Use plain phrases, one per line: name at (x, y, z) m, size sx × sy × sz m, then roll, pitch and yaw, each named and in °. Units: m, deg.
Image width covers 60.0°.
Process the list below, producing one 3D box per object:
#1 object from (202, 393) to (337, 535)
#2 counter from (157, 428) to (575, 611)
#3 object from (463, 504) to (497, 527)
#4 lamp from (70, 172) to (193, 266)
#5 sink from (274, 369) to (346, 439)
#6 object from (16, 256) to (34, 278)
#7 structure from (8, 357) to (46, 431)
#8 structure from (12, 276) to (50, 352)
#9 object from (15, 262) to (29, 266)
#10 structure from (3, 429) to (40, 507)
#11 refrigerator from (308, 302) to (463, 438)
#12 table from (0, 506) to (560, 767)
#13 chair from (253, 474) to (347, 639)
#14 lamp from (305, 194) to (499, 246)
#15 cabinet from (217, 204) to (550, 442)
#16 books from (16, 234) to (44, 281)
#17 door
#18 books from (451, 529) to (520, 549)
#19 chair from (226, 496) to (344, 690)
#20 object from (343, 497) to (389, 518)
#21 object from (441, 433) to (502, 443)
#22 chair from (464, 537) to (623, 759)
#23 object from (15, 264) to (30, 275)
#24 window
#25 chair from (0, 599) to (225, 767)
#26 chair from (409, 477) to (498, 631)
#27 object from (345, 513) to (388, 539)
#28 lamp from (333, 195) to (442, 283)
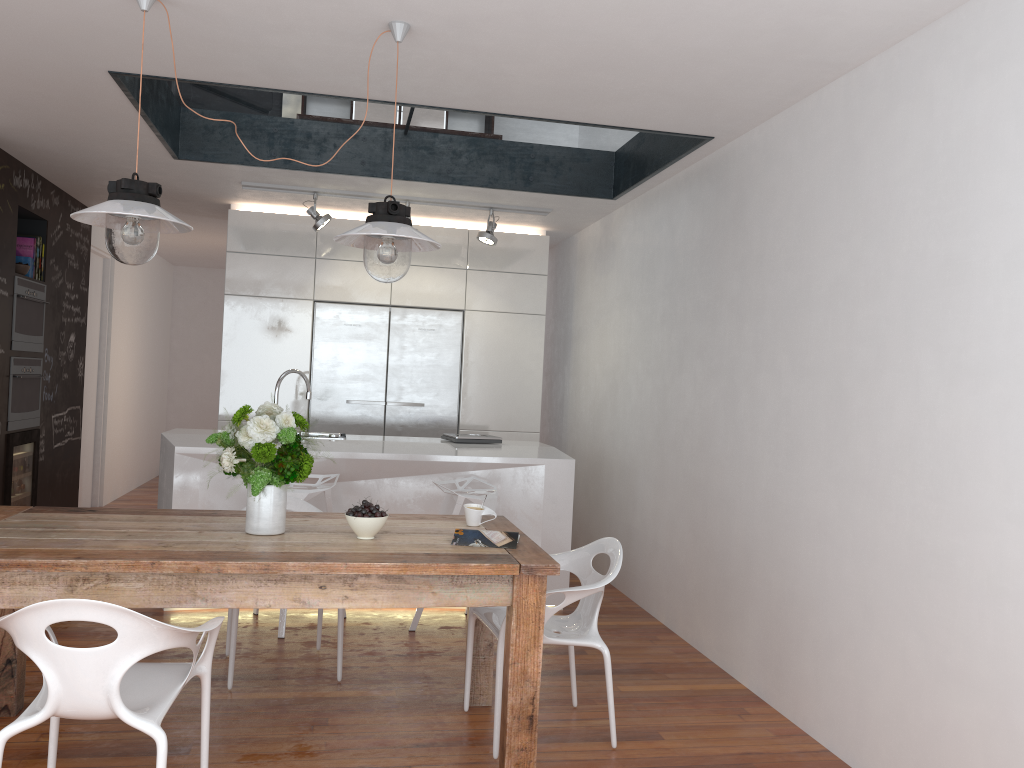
object at (-0.848, 0.262, 3.023) m, size 0.371 × 0.476 × 0.432 m, roll 3°, pitch 0°, yaw 30°
counter at (-0.879, 0.783, 5.213) m, size 2.289 × 0.903 × 0.956 m, roll 3°, pitch 0°, yaw -11°
object at (-0.122, 0.498, 3.360) m, size 0.127 × 0.078 × 0.082 m, roll 3°, pitch 0°, yaw -6°
lamp at (-1.246, -0.543, 2.919) m, size 0.372 × 0.306 × 0.372 m, roll 3°, pitch 0°, yaw -17°
sink at (-1.254, 0.197, 5.387) m, size 0.492 × 0.570 × 0.459 m, roll 3°, pitch 0°, yaw -11°
object at (-3.239, -0.768, 5.839) m, size 0.136 × 0.136 × 0.110 m, roll 3°, pitch 0°, yaw -18°
structure at (-3.154, 0.059, 5.794) m, size 0.052 × 0.462 × 0.585 m, roll 3°, pitch 0°, yaw -11°
structure at (-3.129, -0.443, 5.794) m, size 0.052 × 0.462 × 0.585 m, roll 3°, pitch 0°, yaw -11°
object at (-3.166, -0.764, 5.709) m, size 0.077 × 0.042 × 0.116 m, roll 3°, pitch 0°, yaw 2°
structure at (-3.177, 0.690, 5.795) m, size 0.081 × 0.763 × 0.582 m, roll 3°, pitch 0°, yaw -11°
refrigerator at (-0.960, 0.319, 6.678) m, size 1.119 × 1.811 × 0.142 m, roll 3°, pitch 0°, yaw -11°
table at (-0.896, 0.867, 2.995) m, size 1.910 × 0.735 × 0.969 m, roll 3°, pitch 0°, yaw -11°
chair at (-1.097, 0.842, 4.478) m, size 0.492 × 0.765 × 0.428 m, roll 3°, pitch 0°, yaw -1°
lamp at (-0.742, -1.109, 6.008) m, size 1.324 × 0.254 × 0.154 m, roll 3°, pitch 0°, yaw -11°
cabinet at (-1.032, -0.027, 7.125) m, size 2.404 × 2.506 × 0.946 m, roll 3°, pitch 0°, yaw -11°
books at (-3.301, -0.853, 5.973) m, size 0.230 × 0.303 × 0.152 m, roll 3°, pitch 0°, yaw -11°
door at (-3.604, -0.019, 7.519) m, size 0.120 × 2.236 × 0.823 m, roll 3°, pitch 0°, yaw -11°
books at (-0.086, 0.522, 3.065) m, size 0.218 × 0.035 × 0.267 m, roll 3°, pitch 0°, yaw 3°
chair at (-0.993, 0.871, 3.844) m, size 0.577 × 0.710 × 0.505 m, roll 3°, pitch 0°, yaw -21°
object at (-0.489, 0.429, 2.991) m, size 0.159 × 0.095 × 0.141 m, roll 3°, pitch 0°, yaw -26°
object at (-0.256, 0.338, 5.542) m, size 0.298 × 0.036 × 0.325 m, roll 3°, pitch 0°, yaw -21°
chair at (0.132, 0.927, 3.288) m, size 0.505 × 0.710 × 0.577 m, roll 3°, pitch 0°, yaw -16°
object at (-3.176, -0.731, 5.706) m, size 0.132 × 0.069 × 0.132 m, roll 3°, pitch 0°, yaw 22°
window at (-0.496, -1.544, 4.736) m, size 2.700 × 0.035 × 1.546 m, roll 3°, pitch 0°, yaw -11°
chair at (-1.089, 0.866, 2.369) m, size 0.577 × 0.710 × 0.505 m, roll 3°, pitch 0°, yaw -6°
chair at (-0.199, 0.886, 4.583) m, size 0.428 × 0.765 × 0.492 m, roll 3°, pitch 0°, yaw 34°
object at (-0.491, 0.479, 2.991) m, size 0.146 × 0.079 × 0.146 m, roll 3°, pitch 0°, yaw -3°
lamp at (-0.430, -0.503, 3.080) m, size 0.372 × 0.306 × 0.372 m, roll 3°, pitch 0°, yaw 40°
